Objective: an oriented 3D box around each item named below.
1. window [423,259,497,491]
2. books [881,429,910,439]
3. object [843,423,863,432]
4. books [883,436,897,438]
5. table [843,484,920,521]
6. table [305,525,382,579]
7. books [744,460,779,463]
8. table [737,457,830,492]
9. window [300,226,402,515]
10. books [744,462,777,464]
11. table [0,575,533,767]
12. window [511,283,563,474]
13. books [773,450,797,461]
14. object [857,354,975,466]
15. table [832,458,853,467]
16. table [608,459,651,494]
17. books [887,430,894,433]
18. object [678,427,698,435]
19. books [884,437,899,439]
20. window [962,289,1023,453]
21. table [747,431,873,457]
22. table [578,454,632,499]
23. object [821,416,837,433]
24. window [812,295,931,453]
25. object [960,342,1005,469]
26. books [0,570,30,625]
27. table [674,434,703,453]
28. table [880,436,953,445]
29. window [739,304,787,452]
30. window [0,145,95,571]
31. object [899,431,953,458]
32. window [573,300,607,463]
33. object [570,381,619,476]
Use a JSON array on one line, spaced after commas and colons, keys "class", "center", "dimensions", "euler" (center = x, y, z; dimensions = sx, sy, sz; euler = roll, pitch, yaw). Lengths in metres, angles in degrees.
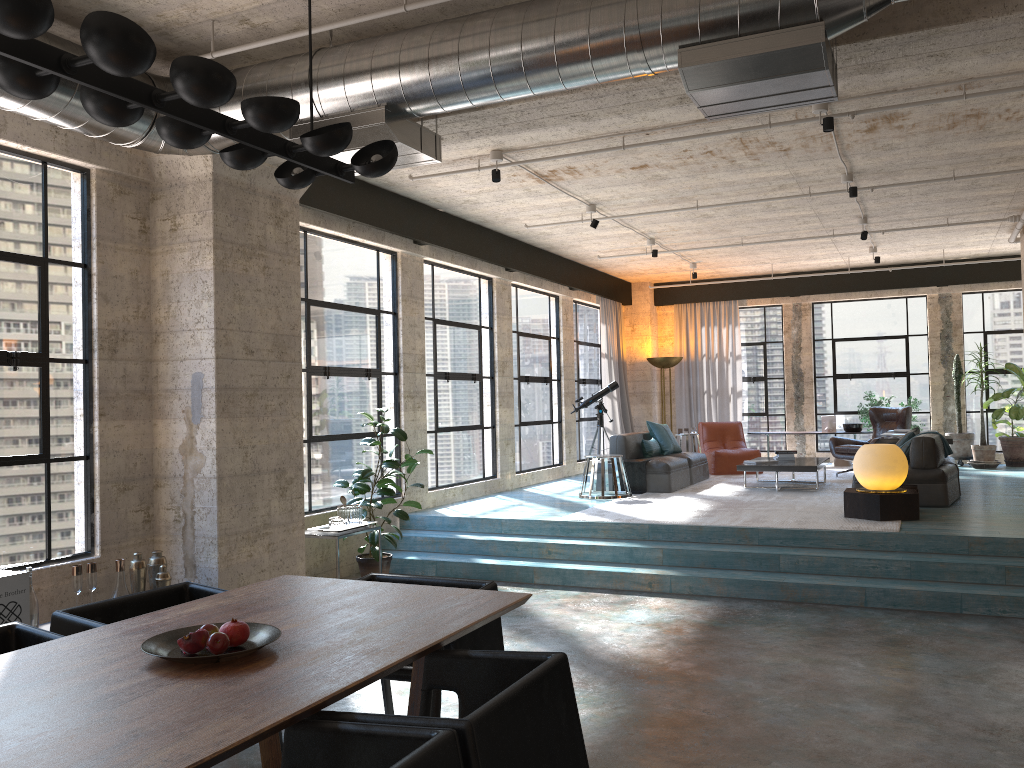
[{"class": "window", "center": [-0.611, -0.088, 10.404], "dimensions": [0.081, 2.530, 1.780], "euler": [-2, -1, 25]}, {"class": "books", "center": [4.710, 0.613, 10.805], "dimensions": [0.273, 0.109, 0.322], "euler": [-1, -1, -25]}, {"class": "object", "center": [5.373, 0.690, 13.973], "dimensions": [0.307, 0.129, 0.307], "euler": [-1, -1, -26]}, {"class": "books", "center": [4.723, 0.648, 10.859], "dimensions": [0.252, 0.011, 0.318], "euler": [-1, -1, 2]}, {"class": "table", "center": [3.412, 1.081, 8.165], "dimensions": [0.616, 0.230, 1.044], "euler": [-2, -1, 25]}, {"class": "table", "center": [-1.411, 1.461, 7.179], "dimensions": [0.450, 0.563, 0.600], "euler": [-2, -1, 25]}, {"class": "books", "center": [3.023, 0.935, 10.745], "dimensions": [0.318, 0.011, 0.252], "euler": [-1, -1, -16]}, {"class": "table", "center": [3.370, 1.104, 10.919], "dimensions": [0.900, 0.309, 1.500], "euler": [-2, -1, 25]}, {"class": "window", "center": [-1.559, -0.113, 8.370], "dimensions": [0.081, 2.530, 1.780], "euler": [-2, -1, 25]}, {"class": "books", "center": [3.015, 0.946, 10.748], "dimensions": [0.318, 0.011, 0.252], "euler": [-1, -1, -21]}, {"class": "table", "center": [-1.001, 1.257, 2.873], "dimensions": [1.299, 0.756, 2.410], "euler": [-2, -1, 25]}, {"class": "window", "center": [0.338, -0.063, 12.438], "dimensions": [0.081, 2.530, 1.780], "euler": [-2, -1, 25]}, {"class": "books", "center": [3.442, 0.894, 11.141], "dimensions": [0.279, 0.116, 0.322], "euler": [-2, -1, 10]}, {"class": "object", "center": [6.262, 0.416, 13.856], "dimensions": [1.641, 1.708, 0.971], "euler": [-1, -1, 1]}, {"class": "table", "center": [5.191, 1.090, 13.941], "dimensions": [0.331, 0.394, 0.331], "euler": [-1, -1, -26]}, {"class": "table", "center": [1.409, 1.111, 10.661], "dimensions": [0.420, 0.390, 0.413], "euler": [-2, -1, 25]}, {"class": "books", "center": [4.922, 0.631, 11.248], "dimensions": [0.278, 0.075, 0.320], "euler": [-2, -2, 29]}, {"class": "object", "center": [2.525, 0.671, 12.723], "dimensions": [0.287, 0.096, 0.206], "euler": [-1, -1, -25]}, {"class": "books", "center": [4.729, 0.659, 10.873], "dimensions": [0.252, 0.011, 0.318], "euler": [-2, -1, 12]}, {"class": "window", "center": [7.937, -0.207, 13.643], "dimensions": [1.780, 2.530, 0.081], "euler": [-2, -1, 25]}, {"class": "table", "center": [4.803, 1.039, 14.230], "dimensions": [2.004, 0.530, 0.715], "euler": [-2, -1, 23]}, {"class": "table", "center": [1.072, 1.062, 10.245], "dimensions": [0.620, 0.472, 0.620], "euler": [-2, -1, 28]}, {"class": "object", "center": [4.993, 0.634, 13.982], "dimensions": [0.214, 0.259, 0.154], "euler": [-2, -1, 25]}, {"class": "window", "center": [5.903, -0.139, 14.590], "dimensions": [1.780, 2.530, 0.081], "euler": [-2, -1, 25]}, {"class": "object", "center": [6.901, 0.305, 13.059], "dimensions": [0.629, 1.863, 0.523], "euler": [-1, -1, -6]}, {"class": "books", "center": [-2.721, 1.185, 4.650], "dimensions": [0.191, 0.362, 0.277], "euler": [-2, -1, 25]}, {"class": "table", "center": [2.527, 1.022, 12.763], "dimensions": [0.549, 0.603, 0.549], "euler": [-1, -1, 4]}, {"class": "table", "center": [5.021, 0.947, 11.000], "dimensions": [0.800, 0.570, 0.800], "euler": [-2, -1, 25]}, {"class": "window", "center": [3.870, -0.071, 15.537], "dimensions": [1.780, 2.530, 0.081], "euler": [-2, -1, 25]}, {"class": "window", "center": [-3.133, -0.155, 4.992], "dimensions": [0.081, 2.530, 1.780], "euler": [-2, -1, 25]}, {"class": "object", "center": [4.284, 0.732, 9.635], "dimensions": [0.444, 0.438, 0.985], "euler": [0, -2, -39]}, {"class": "window", "center": [1.286, -0.037, 14.472], "dimensions": [0.081, 2.530, 1.780], "euler": [-2, -1, 25]}, {"class": "object", "center": [1.222, 0.657, 12.793], "dimensions": [0.617, 1.406, 0.595], "euler": [-2, -1, 26]}]
